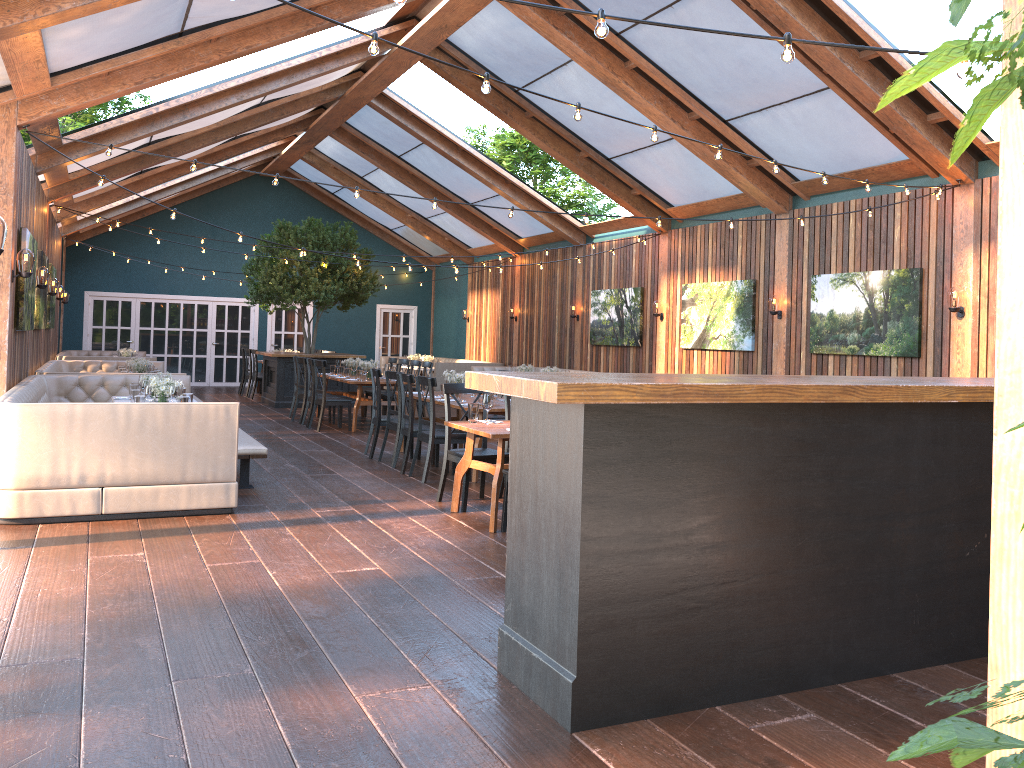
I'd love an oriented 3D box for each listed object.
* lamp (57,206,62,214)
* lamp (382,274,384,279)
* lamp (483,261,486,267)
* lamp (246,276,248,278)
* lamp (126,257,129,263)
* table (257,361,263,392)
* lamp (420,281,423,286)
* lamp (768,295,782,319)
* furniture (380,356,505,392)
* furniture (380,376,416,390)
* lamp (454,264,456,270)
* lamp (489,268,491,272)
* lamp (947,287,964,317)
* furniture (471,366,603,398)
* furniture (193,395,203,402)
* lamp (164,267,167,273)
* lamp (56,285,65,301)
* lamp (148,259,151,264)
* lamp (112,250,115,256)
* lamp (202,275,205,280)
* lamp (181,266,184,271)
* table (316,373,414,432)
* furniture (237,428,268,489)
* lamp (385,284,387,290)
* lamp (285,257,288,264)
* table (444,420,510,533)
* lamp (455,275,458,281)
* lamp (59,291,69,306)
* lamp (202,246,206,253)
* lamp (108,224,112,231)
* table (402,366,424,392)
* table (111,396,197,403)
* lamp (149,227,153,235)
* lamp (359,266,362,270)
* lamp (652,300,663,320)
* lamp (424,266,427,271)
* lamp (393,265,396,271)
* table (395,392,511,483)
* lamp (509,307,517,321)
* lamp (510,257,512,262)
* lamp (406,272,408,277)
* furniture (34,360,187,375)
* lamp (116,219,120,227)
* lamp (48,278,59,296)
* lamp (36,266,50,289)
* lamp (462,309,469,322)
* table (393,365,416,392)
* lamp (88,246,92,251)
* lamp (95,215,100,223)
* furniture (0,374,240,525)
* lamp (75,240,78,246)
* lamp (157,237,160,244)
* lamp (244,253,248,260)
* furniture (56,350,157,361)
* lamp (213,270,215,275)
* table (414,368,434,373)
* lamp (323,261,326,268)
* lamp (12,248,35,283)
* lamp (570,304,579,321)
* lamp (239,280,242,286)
[{"bbox_3d":[-6.731,-2.588,13.149,0.056,0.119,0.061,2,0,10],"label":"lamp"},{"bbox_3d":[-3.410,-2.842,23.349,0.056,0.121,0.056,2,0,-4],"label":"lamp"},{"bbox_3d":[-0.584,-2.545,18.745,0.064,0.118,0.056,2,0,-16],"label":"lamp"},{"bbox_3d":[-6.260,-2.563,20.868,0.067,0.118,0.056,2,0,19],"label":"lamp"},{"bbox_3d":[-7.942,-2.564,18.295,0.059,0.119,0.056,2,0,-31],"label":"lamp"},{"bbox_3d":[-5.001,-0.108,19.495,0.949,0.730,2.434,1,3,-25],"label":"table"},{"bbox_3d":[-1.964,-2.177,19.180,0.056,0.121,0.056,2,0,42],"label":"lamp"},{"bbox_3d":[3.515,-1.031,11.831,0.178,0.320,0.146,2,0,-25],"label":"lamp"},{"bbox_3d":[-1.729,-0.150,20.979,1.708,0.859,4.164,1,3,-25],"label":"furniture"},{"bbox_3d":[-2.756,0.072,20.536,0.312,0.399,2.332,1,3,-25],"label":"furniture"},{"bbox_3d":[-1.165,-2.419,18.266,0.056,0.121,0.056,2,0,-43],"label":"lamp"},{"bbox_3d":[-0.484,-2.506,19.323,0.073,0.115,0.056,2,0,-19],"label":"lamp"},{"bbox_3d":[4.682,-0.865,9.340,0.178,0.320,0.146,2,0,-25],"label":"lamp"},{"bbox_3d":[0.834,0.214,15.510,1.708,0.859,4.164,1,3,-25],"label":"furniture"},{"bbox_3d":[-4.714,0.409,12.912,0.312,0.399,2.332,1,3,-25],"label":"furniture"},{"bbox_3d":[-7.214,-2.378,18.442,0.056,0.119,0.059,2,0,-21],"label":"lamp"},{"bbox_3d":[-7.966,-1.579,15.561,0.178,0.320,0.146,2,0,-25],"label":"lamp"},{"bbox_3d":[-7.909,-2.664,19.289,0.056,0.120,0.056,2,0,-10],"label":"lamp"},{"bbox_3d":[-8.440,-2.776,18.758,0.056,0.121,0.056,2,0,-41],"label":"lamp"},{"bbox_3d":[-6.462,-2.231,18.552,0.056,0.115,0.074,2,0,18],"label":"lamp"},{"bbox_3d":[-7.377,-2.588,19.824,0.056,0.120,0.056,2,0,-23],"label":"lamp"},{"bbox_3d":[-2.402,0.261,13.948,0.949,0.730,2.434,1,3,-25],"label":"table"},{"bbox_3d":[-2.796,0.681,8.819,0.312,0.399,2.332,1,3,-25],"label":"furniture"},{"bbox_3d":[-2.724,-2.100,19.115,0.056,0.121,0.056,2,0,41],"label":"lamp"},{"bbox_3d":[-4.008,-2.191,15.740,0.056,0.121,0.056,2,0,-45],"label":"lamp"},{"bbox_3d":[0.736,0.704,7.310,2.429,0.730,0.951,1,2,-25],"label":"table"},{"bbox_3d":[-1.212,-2.306,19.251,0.066,0.118,0.056,2,0,41],"label":"lamp"},{"bbox_3d":[-9.133,-1.744,18.050,0.178,0.320,0.146,2,0,-25],"label":"lamp"},{"bbox_3d":[-5.126,-2.230,14.706,0.056,0.120,0.056,2,0,31],"label":"lamp"},{"bbox_3d":[-6.195,-2.414,13.653,0.056,0.118,0.065,2,0,23],"label":"lamp"},{"bbox_3d":[-2.140,-0.060,20.813,0.798,0.672,0.800,1,2,-25],"label":"table"},{"bbox_3d":[-3.762,0.492,9.268,0.798,0.672,0.800,1,2,-26],"label":"table"},{"bbox_3d":[-5.434,-2.305,13.310,0.056,0.121,0.056,2,0,-1],"label":"lamp"},{"bbox_3d":[-2.872,-2.220,16.754,0.060,0.119,0.056,2,0,-40],"label":"lamp"},{"bbox_3d":[2.355,-1.196,14.306,0.178,0.320,0.146,2,0,-25],"label":"lamp"},{"bbox_3d":[-1.729,-2.324,17.753,0.056,0.117,0.068,2,0,-28],"label":"lamp"},{"bbox_3d":[-2.297,-2.260,17.256,0.060,0.119,0.056,2,0,-1],"label":"lamp"},{"bbox_3d":[-0.488,0.533,9.863,0.949,0.730,2.434,1,3,-25],"label":"table"},{"bbox_3d":[0.015,-1.528,19.300,0.178,0.320,0.146,2,0,-25],"label":"lamp"},{"bbox_3d":[-0.017,-2.708,19.244,0.056,0.120,0.056,2,0,4],"label":"lamp"},{"bbox_3d":[-2.834,-2.947,23.839,0.056,0.121,0.056,2,0,-43],"label":"lamp"},{"bbox_3d":[-5.683,0.172,12.460,1.708,0.859,4.164,1,3,-25],"label":"furniture"},{"bbox_3d":[-5.894,-2.403,13.229,0.056,0.121,0.056,2,0,-22],"label":"lamp"},{"bbox_3d":[-6.801,-1.413,13.074,0.178,0.320,0.146,2,0,-25],"label":"lamp"},{"bbox_3d":[-5.626,-1.246,10.566,0.178,0.320,0.146,2,0,-25],"label":"lamp"},{"bbox_3d":[-1.151,-1.694,21.789,0.178,0.320,0.146,2,0,-25],"label":"lamp"},{"bbox_3d":[-2.486,-0.109,21.552,0.798,0.672,0.800,1,2,-26],"label":"table"},{"bbox_3d":[-8.650,-2.782,18.147,0.076,0.114,0.056,2,0,20],"label":"lamp"},{"bbox_3d":[-6.173,-2.459,13.180,0.056,0.120,0.056,2,0,31],"label":"lamp"},{"bbox_3d":[-3.760,0.445,8.355,1.708,0.859,4.164,1,3,-25],"label":"furniture"},{"bbox_3d":[-8.962,-2.903,18.221,0.056,0.120,0.056,2,0,35],"label":"lamp"},{"bbox_3d":[-5.658,-2.298,14.172,0.056,0.119,0.062,2,0,17],"label":"lamp"},{"bbox_3d":[-4.576,-2.198,15.232,0.056,0.120,0.056,2,0,-38],"label":"lamp"},{"bbox_3d":[-8.251,-0.193,17.939,1.708,0.859,4.164,1,3,-25],"label":"furniture"},{"bbox_3d":[-6.853,-2.561,20.350,0.056,0.121,0.056,2,0,-1],"label":"lamp"},{"bbox_3d":[-1.793,-0.011,20.074,0.798,0.672,0.800,1,2,-26],"label":"table"},{"bbox_3d":[-3.448,-2.200,16.258,0.056,0.121,0.056,2,0,0],"label":"lamp"},{"bbox_3d":[-4.466,-1.082,8.091,0.178,0.320,0.146,2,0,-25],"label":"lamp"},{"bbox_3d":[1.180,-1.362,16.814,0.178,0.320,0.146,2,0,-25],"label":"lamp"},{"bbox_3d":[-5.738,-2.134,18.714,0.056,0.119,0.060,2,0,12],"label":"lamp"}]
